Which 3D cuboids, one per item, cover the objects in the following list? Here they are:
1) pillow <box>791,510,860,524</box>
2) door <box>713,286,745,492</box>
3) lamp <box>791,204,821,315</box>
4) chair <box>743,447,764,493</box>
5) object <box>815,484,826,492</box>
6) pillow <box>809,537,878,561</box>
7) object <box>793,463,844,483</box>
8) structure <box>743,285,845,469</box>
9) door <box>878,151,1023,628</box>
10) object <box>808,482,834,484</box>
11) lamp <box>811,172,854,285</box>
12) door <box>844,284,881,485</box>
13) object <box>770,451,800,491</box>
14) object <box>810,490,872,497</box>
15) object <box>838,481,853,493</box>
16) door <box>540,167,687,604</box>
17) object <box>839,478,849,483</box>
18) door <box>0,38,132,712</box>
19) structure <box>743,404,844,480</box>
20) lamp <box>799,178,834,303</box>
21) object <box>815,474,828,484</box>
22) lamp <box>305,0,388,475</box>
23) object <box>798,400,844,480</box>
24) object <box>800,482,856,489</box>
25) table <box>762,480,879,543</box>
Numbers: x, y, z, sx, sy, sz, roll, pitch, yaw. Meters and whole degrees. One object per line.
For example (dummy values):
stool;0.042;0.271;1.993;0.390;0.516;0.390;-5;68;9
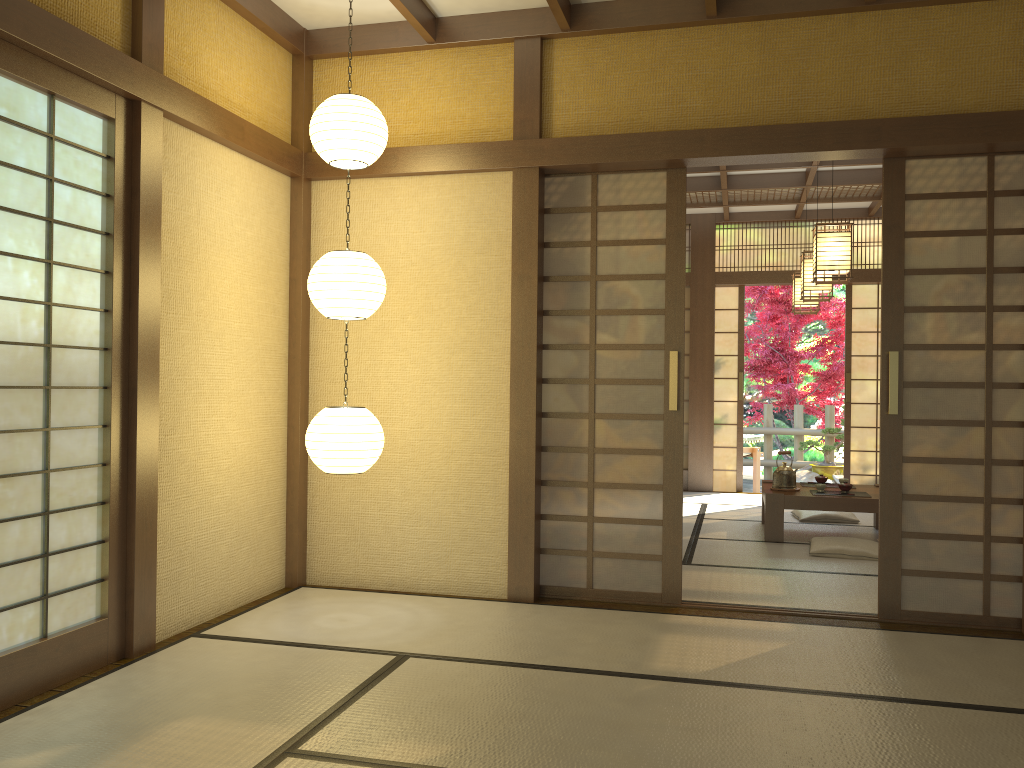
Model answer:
pillow;2.672;1.119;7.594;0.496;0.107;0.486;1;0;8
door;1.590;0.057;9.824;1.894;2.380;0.073;1;0;14
lamp;2.652;-1.187;7.992;0.240;1.129;0.240;1;0;14
chair;2.469;0.969;10.495;0.704;0.598;0.698;1;0;-29
object;2.297;0.773;6.600;0.073;0.052;0.074;1;0;-32
pillow;2.266;1.107;6.007;0.486;0.107;0.496;1;0;18
object;4.117;1.170;11.191;1.260;0.276;1.147;1;0;10
structure;3.747;-0.560;12.824;3.045;4.004;3.412;1;0;-43
door;2.375;0.008;4.121;1.230;2.265;0.076;1;0;14
object;2.496;0.800;7.169;0.200;0.008;0.008;1;0;11
lamp;2.074;-1.204;5.735;0.240;1.129;0.240;1;0;14
door;4.420;0.088;9.099;1.894;2.380;0.073;1;0;14
object;2.079;0.656;6.746;0.219;0.296;0.226;1;0;9
object;2.405;0.803;6.508;0.400;0.007;0.300;1;0;14
object;2.447;0.757;6.510;0.100;0.080;0.100;1;0;14
door;0.278;-0.015;4.659;1.230;2.265;0.076;1;0;14
object;2.632;0.779;7.038;0.073;0.052;0.074;1;0;-32
door;-1.923;-0.030;2.160;0.140;2.230;2.890;1;0;14
structure;4.292;0.833;11.817;7.456;1.136;0.245;1;0;14
lamp;2.363;-1.195;6.864;0.240;1.129;0.240;1;0;14
object;2.459;0.760;7.051;0.100;0.080;0.100;1;0;14
lamp;-0.763;-0.737;4.121;0.363;2.297;0.363;1;0;14
object;4.181;0.619;11.192;1.032;1.362;0.586;0;0;41
object;2.512;0.807;7.066;0.400;0.007;0.300;1;0;14
table;2.438;0.973;6.769;1.000;0.350;1.000;1;0;14
